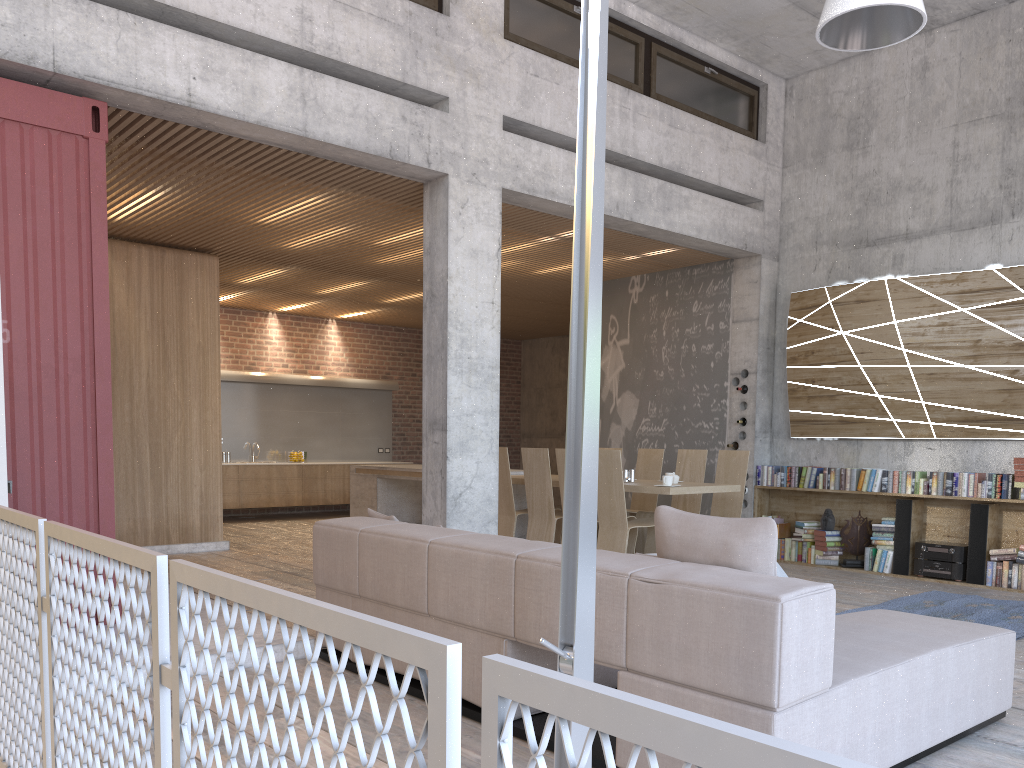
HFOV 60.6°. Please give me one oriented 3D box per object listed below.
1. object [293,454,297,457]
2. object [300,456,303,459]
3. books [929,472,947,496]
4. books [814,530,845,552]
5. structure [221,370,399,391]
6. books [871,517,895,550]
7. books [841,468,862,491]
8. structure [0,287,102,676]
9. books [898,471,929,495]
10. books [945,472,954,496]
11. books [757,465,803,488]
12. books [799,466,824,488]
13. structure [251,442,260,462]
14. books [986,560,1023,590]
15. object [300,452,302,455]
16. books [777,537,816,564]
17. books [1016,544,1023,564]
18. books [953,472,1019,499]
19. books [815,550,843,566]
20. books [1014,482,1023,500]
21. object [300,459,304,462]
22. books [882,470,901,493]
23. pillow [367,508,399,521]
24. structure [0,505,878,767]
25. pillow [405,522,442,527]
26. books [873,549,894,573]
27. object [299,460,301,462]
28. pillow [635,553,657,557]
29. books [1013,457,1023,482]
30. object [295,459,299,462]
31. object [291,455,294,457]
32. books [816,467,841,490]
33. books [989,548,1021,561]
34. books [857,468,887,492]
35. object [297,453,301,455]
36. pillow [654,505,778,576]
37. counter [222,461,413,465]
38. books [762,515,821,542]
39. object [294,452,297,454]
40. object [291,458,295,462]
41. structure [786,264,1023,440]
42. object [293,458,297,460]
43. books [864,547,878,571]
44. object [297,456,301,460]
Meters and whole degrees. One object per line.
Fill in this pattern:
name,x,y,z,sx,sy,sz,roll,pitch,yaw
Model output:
object,-3.365,1.107,13.607,0.061,0.052,0.053,1,1,7
object,-3.289,1.137,13.684,0.053,0.054,0.061,1,0,40
books,3.995,0.928,8.158,0.204,0.222,0.154,0,2,-41
books,3.243,1.600,8.965,0.246,0.212,0.188,1,1,-19
structure,-3.549,-0.069,13.775,4.077,0.158,0.207,4,-2,-41
books,3.670,1.457,8.568,0.218,0.325,0.250,-1,2,-39
books,3.402,0.953,8.768,0.189,0.222,0.155,0,2,-41
structure,-2.586,-0.719,2.539,3.031,4.348,3.669,-1,2,-41
books,3.817,0.935,8.291,0.170,0.222,0.276,-1,1,-40
books,4.058,0.922,8.074,0.189,0.222,0.055,0,4,-41
books,2.884,0.989,9.400,0.214,0.221,0.489,0,-1,-41
books,3.126,0.973,9.140,0.189,0.230,0.198,0,2,-41
structure,-3.920,1.136,13.516,0.115,0.480,0.247,-3,5,-41
books,4.450,1.671,7.675,0.242,0.239,0.493,0,-1,-41
object,-3.299,1.089,13.697,0.050,0.060,0.059,1,1,-6
books,3.043,1.757,9.304,0.242,0.239,0.493,0,-1,-41
books,4.479,1.478,7.511,0.154,0.193,0.243,-1,1,-41
books,4.232,0.908,7.843,0.214,0.221,0.489,0,-1,-41
books,3.240,1.778,8.992,0.261,0.152,0.247,1,-1,5
books,4.468,0.917,7.518,0.284,0.151,0.221,1,-1,7
object,-3.270,1.187,13.672,0.053,0.052,0.062,1,0,34
books,3.674,0.943,8.453,0.154,0.222,0.155,-1,3,-41
pillow,-0.702,0.908,5.062,0.187,0.369,0.361,-1,2,-36
structure,-1.748,0.788,1.555,1.926,0.939,4.418,3,-4,-41
pillow,-0.430,0.930,4.781,0.186,0.361,0.369,-2,2,-41
books,3.658,1.723,8.559,0.189,0.230,0.198,0,2,-41
object,-3.324,1.190,13.697,0.050,0.056,0.061,2,1,40
pillow,0.703,0.878,3.657,0.376,0.375,0.168,1,3,23
books,4.459,0.737,7.507,0.246,0.212,0.188,1,1,-19
object,-3.337,1.183,13.618,0.051,0.053,0.063,1,0,2
object,-3.408,1.131,13.641,0.062,0.054,0.052,1,1,-34
books,3.280,0.964,8.948,0.209,0.222,0.277,0,0,-42
books,4.368,1.502,7.731,0.191,0.141,0.234,1,-1,-40
books,3.545,0.944,8.604,0.189,0.230,0.248,0,1,-41
object,-3.313,1.098,13.633,0.051,0.053,0.063,1,0,7
pillow,0.794,0.759,3.386,0.221,0.561,0.561,-2,2,-39
counter,-3.421,1.239,13.719,4.077,0.020,0.651,4,-5,-41
books,2.973,1.548,9.361,0.300,0.263,0.714,1,-2,-36
object,-3.371,1.085,13.671,0.051,0.054,0.062,1,0,-4
object,-3.393,1.182,13.634,0.064,0.063,0.073,1,0,15
structure,4.040,-0.260,8.011,0.358,1.543,3.404,-3,1,-41
object,-3.363,1.152,13.584,0.061,0.054,0.052,1,1,-29
books,3.568,1.730,8.686,0.204,0.222,0.074,0,4,-41
object,-3.313,1.148,13.632,0.061,0.055,0.051,1,1,-27
